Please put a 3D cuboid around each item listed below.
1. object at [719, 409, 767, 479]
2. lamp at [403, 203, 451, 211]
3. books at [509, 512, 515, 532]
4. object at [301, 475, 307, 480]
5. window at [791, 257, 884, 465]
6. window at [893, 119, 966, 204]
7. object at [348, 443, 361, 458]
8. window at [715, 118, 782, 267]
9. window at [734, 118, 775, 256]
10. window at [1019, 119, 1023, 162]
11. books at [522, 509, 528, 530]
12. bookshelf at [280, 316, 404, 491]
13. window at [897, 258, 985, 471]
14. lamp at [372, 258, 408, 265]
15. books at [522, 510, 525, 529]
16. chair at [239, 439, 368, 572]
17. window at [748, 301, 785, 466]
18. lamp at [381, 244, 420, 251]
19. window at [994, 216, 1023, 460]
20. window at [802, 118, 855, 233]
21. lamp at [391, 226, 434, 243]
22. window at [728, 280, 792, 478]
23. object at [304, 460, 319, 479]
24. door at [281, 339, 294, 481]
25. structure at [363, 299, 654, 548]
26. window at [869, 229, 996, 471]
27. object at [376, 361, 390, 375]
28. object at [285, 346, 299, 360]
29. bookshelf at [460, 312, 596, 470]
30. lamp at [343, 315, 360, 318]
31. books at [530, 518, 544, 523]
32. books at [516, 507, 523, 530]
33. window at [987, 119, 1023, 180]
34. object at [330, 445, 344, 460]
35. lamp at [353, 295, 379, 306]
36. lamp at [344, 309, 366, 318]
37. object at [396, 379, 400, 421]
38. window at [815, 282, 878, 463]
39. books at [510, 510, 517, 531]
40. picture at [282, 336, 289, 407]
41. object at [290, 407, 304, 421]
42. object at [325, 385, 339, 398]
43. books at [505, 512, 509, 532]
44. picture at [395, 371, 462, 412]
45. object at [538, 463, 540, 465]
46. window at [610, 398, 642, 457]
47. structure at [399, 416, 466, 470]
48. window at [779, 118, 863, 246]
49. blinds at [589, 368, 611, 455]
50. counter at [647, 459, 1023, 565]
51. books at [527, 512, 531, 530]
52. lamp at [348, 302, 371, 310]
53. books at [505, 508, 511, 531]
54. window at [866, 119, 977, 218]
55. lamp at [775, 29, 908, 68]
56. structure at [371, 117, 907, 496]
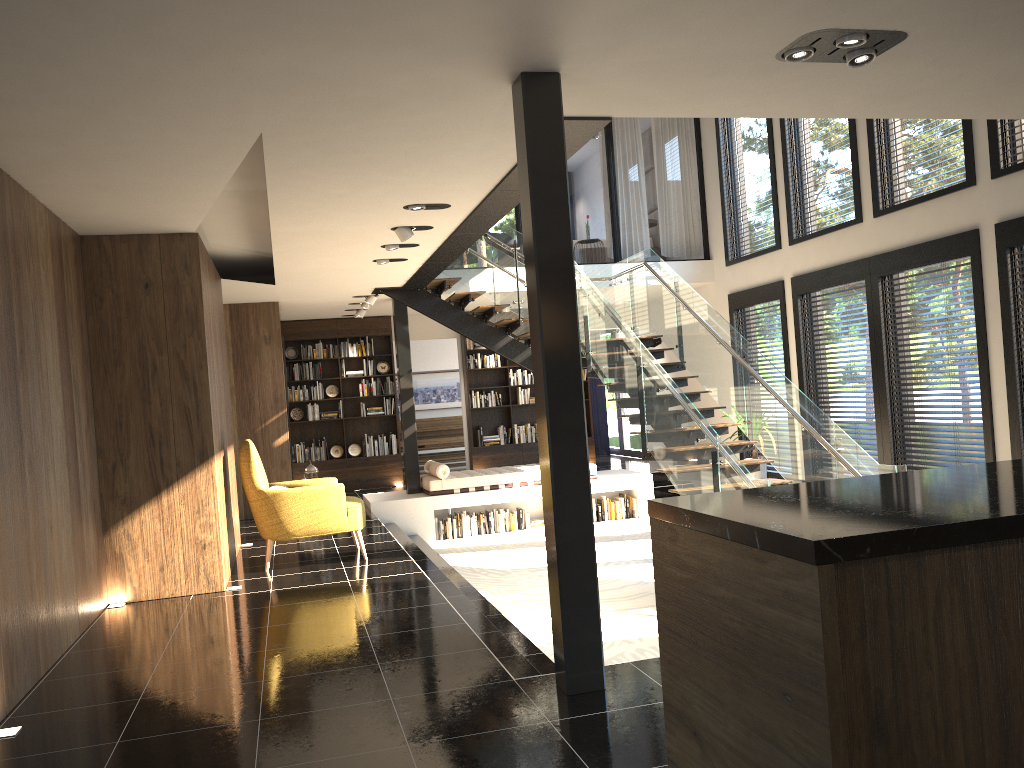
[{"bbox_3d":[3.019,0.908,11.063,0.876,1.338,0.830,-4,0,-25],"label":"object"},{"bbox_3d":[-0.611,-1.323,6.337,0.346,0.158,0.195,-4,0,-14],"label":"lamp"},{"bbox_3d":[-0.010,1.810,11.632,0.028,0.233,0.206,-4,0,-14],"label":"books"},{"bbox_3d":[-2.668,1.402,11.454,0.262,0.483,0.262,-4,0,-14],"label":"object"},{"bbox_3d":[3.826,-0.090,10.071,0.358,2.475,1.499,-4,0,-14],"label":"window"},{"bbox_3d":[4.068,-2.988,8.566,0.005,2.297,1.221,-4,0,-14],"label":"window"},{"bbox_3d":[-2.465,1.043,13.894,0.212,0.222,0.082,-4,0,-14],"label":"object"},{"bbox_3d":[3.211,-2.889,11.650,0.358,2.475,1.393,-4,0,-14],"label":"window"},{"bbox_3d":[3.282,-2.895,11.659,0.005,2.297,1.221,-4,0,-14],"label":"window"},{"bbox_3d":[4.458,-3.034,7.030,0.005,2.297,1.221,-4,0,-14],"label":"window"},{"bbox_3d":[0.174,1.785,11.712,0.020,0.257,0.154,-4,0,-14],"label":"books"},{"bbox_3d":[-2.661,0.327,13.893,1.703,2.682,0.273,-4,0,-14],"label":"bookshelf"},{"bbox_3d":[4.265,-0.139,8.631,0.005,2.297,1.313,-4,0,-14],"label":"window"},{"bbox_3d":[-1.183,-1.245,8.592,0.346,0.177,0.195,-4,0,-14],"label":"lamp"},{"bbox_3d":[0.136,1.791,11.730,0.045,0.251,0.142,-4,0,-14],"label":"books"},{"bbox_3d":[-1.809,0.988,7.698,1.030,1.097,0.808,-4,0,-15],"label":"chair"},{"bbox_3d":[3.494,-0.044,11.666,0.005,2.297,1.221,-4,0,-14],"label":"window"},{"bbox_3d":[-0.992,-1.268,7.840,0.346,0.177,0.195,-4,0,-14],"label":"lamp"},{"bbox_3d":[4.599,-0.182,7.027,0.358,2.475,1.393,-4,0,-14],"label":"window"},{"bbox_3d":[3.675,-2.941,10.113,0.005,2.297,1.221,-4,0,-14],"label":"window"},{"bbox_3d":[-0.799,-1.256,7.089,0.346,0.247,0.195,-4,0,-14],"label":"lamp"},{"bbox_3d":[3.424,-0.039,11.656,0.358,2.475,1.393,-4,0,-14],"label":"window"},{"bbox_3d":[-2.635,1.322,11.702,0.182,0.643,0.182,-4,0,-14],"label":"object"},{"bbox_3d":[-3.340,0.544,13.079,0.104,2.347,0.931,-4,0,-14],"label":"door"},{"bbox_3d":[-0.147,0.385,12.041,3.781,3.245,1.149,-4,0,-14],"label":"structure"},{"bbox_3d":[4.194,-0.134,8.621,0.358,2.475,1.499,-4,0,-14],"label":"window"},{"bbox_3d":[-2.039,-0.253,14.032,0.212,0.222,0.082,-4,0,-14],"label":"object"},{"bbox_3d":[-3.400,-0.470,13.683,0.212,0.222,0.082,-4,0,-14],"label":"object"},{"bbox_3d":[0.263,0.118,14.639,2.089,2.682,0.273,-4,0,-14],"label":"bookshelf"},{"bbox_3d":[-2.441,-1.096,13.559,0.346,0.177,0.195,-4,0,-14],"label":"lamp"},{"bbox_3d":[0.356,1.815,11.776,0.249,0.026,0.148,-4,-1,-17],"label":"books"},{"bbox_3d":[0.103,1.777,11.704,0.030,0.284,0.176,-4,0,-14],"label":"books"},{"bbox_3d":[4.387,-3.029,7.020,0.358,2.475,1.393,-4,0,-14],"label":"window"},{"bbox_3d":[-2.732,1.062,13.831,0.212,0.222,0.082,-4,0,-14],"label":"object"},{"bbox_3d":[-1.865,-1.121,11.303,0.346,0.262,0.195,-4,0,-14],"label":"lamp"},{"bbox_3d":[-2.246,-1.076,12.804,0.346,0.262,0.195,-4,0,-14],"label":"lamp"},{"bbox_3d":[-2.295,0.319,17.612,0.272,0.860,0.270,-4,0,0],"label":"object"},{"bbox_3d":[3.897,-0.095,10.080,0.005,2.297,1.313,-4,0,-14],"label":"window"},{"bbox_3d":[0.025,1.795,11.649,0.050,0.258,0.215,-4,0,-14],"label":"books"},{"bbox_3d":[-3.043,-0.154,11.904,0.028,0.911,0.748,-4,0,-14],"label":"picture"},{"bbox_3d":[-3.323,0.473,13.712,0.212,0.222,0.082,-4,0,-14],"label":"object"},{"bbox_3d":[-2.807,0.119,13.849,0.212,0.222,0.082,-4,0,-14],"label":"object"},{"bbox_3d":[-0.083,1.806,11.648,0.034,0.252,0.151,-4,0,-14],"label":"books"},{"bbox_3d":[-1.362,0.127,18.002,3.542,0.748,0.035,-4,0,-14],"label":"picture"},{"bbox_3d":[0.645,1.335,12.238,0.466,0.510,1.167,-4,-1,-14],"label":"object"},{"bbox_3d":[2.050,0.123,16.952,0.184,2.476,2.982,-4,0,-14],"label":"window"},{"bbox_3d":[-1.639,1.167,17.718,6.275,0.982,0.886,-4,0,-14],"label":"structure"},{"bbox_3d":[3.604,-2.936,10.103,0.358,2.475,1.393,-4,0,-14],"label":"window"},{"bbox_3d":[1.650,0.073,17.780,0.161,2.770,1.080,-4,0,-16],"label":"blinds"},{"bbox_3d":[2.139,0.165,2.240,3.572,0.041,0.698,-4,-1,-14],"label":"counter"},{"bbox_3d":[0.199,1.803,11.719,0.030,0.218,0.186,-4,0,-14],"label":"books"},{"bbox_3d":[-2.057,-1.114,12.053,0.346,0.231,0.195,-4,0,-14],"label":"lamp"},{"bbox_3d":[-0.055,1.783,11.666,0.036,0.293,0.128,-4,0,-14],"label":"books"},{"bbox_3d":[3.997,-2.983,8.556,0.358,2.475,1.393,-4,0,-14],"label":"window"},{"bbox_3d":[1.403,-1.501,3.800,0.501,0.194,0.349,-4,0,-14],"label":"lamp"},{"bbox_3d":[0.822,-0.135,8.386,3.446,4.868,7.281,-4,0,-15],"label":"structure"}]
